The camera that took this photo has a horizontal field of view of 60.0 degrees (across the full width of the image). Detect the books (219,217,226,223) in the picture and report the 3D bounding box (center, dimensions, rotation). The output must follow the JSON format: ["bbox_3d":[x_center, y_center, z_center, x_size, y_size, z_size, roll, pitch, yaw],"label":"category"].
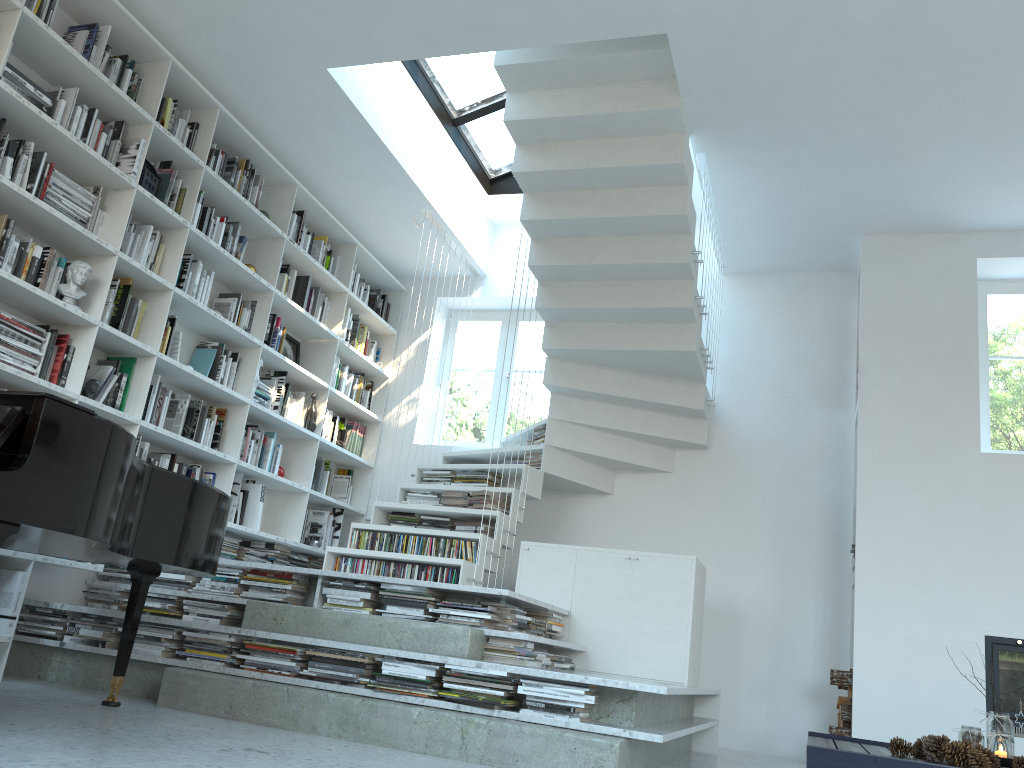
[{"bbox_3d":[-1.792,-0.869,5.261,0.156,0.264,0.012,2,-17,19],"label":"books"}]

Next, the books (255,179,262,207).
[{"bbox_3d":[-1.671,-1.157,5.551,0.180,0.277,0.008,2,-17,19],"label":"books"}]

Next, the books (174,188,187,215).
[{"bbox_3d":[-1.904,-0.976,4.875,0.223,0.213,0.008,2,-17,19],"label":"books"}]

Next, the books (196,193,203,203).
[{"bbox_3d":[-1.867,-0.953,5.049,0.173,0.282,0.011,2,-17,19],"label":"books"}]

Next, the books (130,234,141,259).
[{"bbox_3d":[-2.032,-0.683,4.612,0.171,0.206,0.023,2,-17,19],"label":"books"}]

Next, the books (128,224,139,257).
[{"bbox_3d":[-2.037,-0.711,4.595,0.164,0.249,0.028,2,-17,19],"label":"books"}]

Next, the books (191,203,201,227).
[{"bbox_3d":[-1.862,-0.923,5.016,0.181,0.207,0.026,2,-17,19],"label":"books"}]

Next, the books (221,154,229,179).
[{"bbox_3d":[-1.785,-1.247,5.269,0.169,0.255,0.021,2,-17,19],"label":"books"}]

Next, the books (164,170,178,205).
[{"bbox_3d":[-1.926,-1.035,4.818,0.179,0.287,0.021,2,-17,19],"label":"books"}]

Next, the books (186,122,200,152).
[{"bbox_3d":[-1.863,-1.346,4.972,0.186,0.252,0.029,2,-17,19],"label":"books"}]

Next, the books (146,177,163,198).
[{"bbox_3d":[-1.970,-1.016,4.774,0.156,0.213,0.019,2,-17,19],"label":"books"}]

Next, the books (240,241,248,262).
[{"bbox_3d":[-1.731,-0.782,5.438,0.182,0.216,0.048,2,-17,19],"label":"books"}]

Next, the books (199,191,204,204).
[{"bbox_3d":[-1.856,-0.960,5.061,0.152,0.306,0.014,2,-17,19],"label":"books"}]

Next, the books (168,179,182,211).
[{"bbox_3d":[-1.911,-1.002,4.851,0.186,0.247,0.013,2,-17,19],"label":"books"}]

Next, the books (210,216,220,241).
[{"bbox_3d":[-1.809,-0.871,5.213,0.149,0.236,0.023,2,-17,19],"label":"books"}]

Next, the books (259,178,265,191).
[{"bbox_3d":[-1.663,-1.158,5.592,0.163,0.305,0.006,2,-17,19],"label":"books"}]

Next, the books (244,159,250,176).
[{"bbox_3d":[-1.718,-1.226,5.435,0.183,0.328,0.007,2,-17,19],"label":"books"}]

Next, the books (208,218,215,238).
[{"bbox_3d":[-1.828,-0.869,5.192,0.144,0.215,0.025,2,-17,19],"label":"books"}]

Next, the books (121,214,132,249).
[{"bbox_3d":[-2.056,-0.744,4.557,0.159,0.284,0.019,2,-17,19],"label":"books"}]

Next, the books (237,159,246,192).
[{"bbox_3d":[-1.731,-1.228,5.404,0.179,0.311,0.006,2,-17,19],"label":"books"}]

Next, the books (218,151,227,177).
[{"bbox_3d":[-1.791,-1.255,5.244,0.161,0.254,0.030,2,-17,19],"label":"books"}]

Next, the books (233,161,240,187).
[{"bbox_3d":[-1.753,-1.223,5.383,0.159,0.284,0.007,2,-17,19],"label":"books"}]

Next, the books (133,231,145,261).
[{"bbox_3d":[-2.021,-0.691,4.628,0.178,0.235,0.023,2,-17,19],"label":"books"}]

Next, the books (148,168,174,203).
[{"bbox_3d":[-1.933,-1.040,4.778,0.190,0.271,0.021,2,-17,19],"label":"books"}]

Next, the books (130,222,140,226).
[{"bbox_3d":[-2.032,-0.719,4.612,0.146,0.274,0.019,2,-17,19],"label":"books"}]

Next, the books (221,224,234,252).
[{"bbox_3d":[-1.773,-0.839,5.303,0.185,0.237,0.031,2,-17,19],"label":"books"}]

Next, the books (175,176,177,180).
[{"bbox_3d":[-1.933,-1.016,4.891,0.130,0.291,0.005,2,-17,19],"label":"books"}]

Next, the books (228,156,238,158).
[{"bbox_3d":[-1.757,-1.238,5.347,0.167,0.291,0.024,2,-17,19],"label":"books"}]

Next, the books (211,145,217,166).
[{"bbox_3d":[-1.820,-1.278,5.160,0.172,0.243,0.011,2,-17,19],"label":"books"}]

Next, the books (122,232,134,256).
[{"bbox_3d":[-2.038,-0.691,4.548,0.181,0.185,0.028,2,-17,19],"label":"books"}]

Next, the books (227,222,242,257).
[{"bbox_3d":[-1.745,-0.844,5.358,0.183,0.284,0.029,2,-17,19],"label":"books"}]

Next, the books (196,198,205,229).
[{"bbox_3d":[-1.854,-0.938,5.067,0.166,0.268,0.010,2,-17,19],"label":"books"}]

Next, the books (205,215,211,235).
[{"bbox_3d":[-1.845,-0.885,5.160,0.142,0.223,0.028,2,-17,19],"label":"books"}]

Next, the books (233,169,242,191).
[{"bbox_3d":[-1.734,-1.193,5.380,0.160,0.230,0.018,2,-17,19],"label":"books"}]

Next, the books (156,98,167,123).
[{"bbox_3d":[-1.945,-1.419,4.736,0.171,0.233,0.015,2,-17,19],"label":"books"}]

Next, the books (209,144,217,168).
[{"bbox_3d":[-1.815,-1.281,5.148,0.173,0.243,0.009,2,-17,19],"label":"books"}]

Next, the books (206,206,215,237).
[{"bbox_3d":[-1.831,-0.907,5.185,0.154,0.283,0.013,2,-17,19],"label":"books"}]

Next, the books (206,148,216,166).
[{"bbox_3d":[-1.819,-1.271,5.115,0.183,0.206,0.046,2,-17,19],"label":"books"}]

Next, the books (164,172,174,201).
[{"bbox_3d":[-1.941,-1.035,4.797,0.181,0.271,0.022,2,-17,19],"label":"books"}]

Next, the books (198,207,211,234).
[{"bbox_3d":[-1.835,-0.906,5.118,0.160,0.240,0.027,2,-17,19],"label":"books"}]

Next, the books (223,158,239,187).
[{"bbox_3d":[-1.746,-1.230,5.311,0.184,0.257,0.028,2,-17,19],"label":"books"}]

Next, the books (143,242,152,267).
[{"bbox_3d":[-2.000,-0.656,4.667,0.185,0.196,0.027,2,-17,19],"label":"books"}]

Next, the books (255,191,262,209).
[{"bbox_3d":[-1.671,-1.115,5.569,0.188,0.208,0.014,2,-17,19],"label":"books"}]

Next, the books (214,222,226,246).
[{"bbox_3d":[-1.790,-0.851,5.224,0.181,0.208,0.021,2,-17,19],"label":"books"}]

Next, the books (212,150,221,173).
[{"bbox_3d":[-1.798,-1.261,5.183,0.174,0.229,0.013,2,-17,19],"label":"books"}]

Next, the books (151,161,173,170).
[{"bbox_3d":[-1.948,-1.065,4.818,0.143,0.338,0.025,2,-17,19],"label":"books"}]

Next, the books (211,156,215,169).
[{"bbox_3d":[-1.816,-1.243,5.171,0.160,0.183,0.009,2,-17,19],"label":"books"}]

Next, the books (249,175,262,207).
[{"bbox_3d":[-1.679,-1.169,5.546,0.188,0.296,0.013,2,-17,19],"label":"books"}]

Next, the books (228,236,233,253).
[{"bbox_3d":[-1.772,-0.804,5.323,0.176,0.181,0.027,2,-17,19],"label":"books"}]

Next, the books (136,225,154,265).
[{"bbox_3d":[-1.993,-0.704,4.642,0.186,0.274,0.028,2,-17,19],"label":"books"}]

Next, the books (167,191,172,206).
[{"bbox_3d":[-1.930,-1.013,4.837,0.158,0.254,0.005,2,-17,19],"label":"books"}]

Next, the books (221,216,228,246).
[{"bbox_3d":[-1.794,-0.869,5.296,0.159,0.284,0.012,2,-17,19],"label":"books"}]

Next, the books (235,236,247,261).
[{"bbox_3d":[-1.729,-0.798,5.417,0.171,0.234,0.054,2,-17,19],"label":"books"}]

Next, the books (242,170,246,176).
[{"bbox_3d":[-1.726,-1.191,5.418,0.170,0.250,0.008,2,-17,19],"label":"books"}]

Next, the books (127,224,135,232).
[{"bbox_3d":[-2.048,-0.713,4.580,0.159,0.242,0.024,2,-17,19],"label":"books"}]

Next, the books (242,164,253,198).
[{"bbox_3d":[-1.701,-1.207,5.436,0.183,0.298,0.015,2,-17,19],"label":"books"}]

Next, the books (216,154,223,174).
[{"bbox_3d":[-1.802,-1.250,5.214,0.163,0.225,0.028,2,-17,19],"label":"books"}]

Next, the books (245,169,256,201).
[{"bbox_3d":[-1.695,-1.192,5.497,0.182,0.306,0.008,2,-17,19],"label":"books"}]

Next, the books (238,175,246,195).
[{"bbox_3d":[-1.719,-1.171,5.394,0.188,0.200,0.018,2,-17,19],"label":"books"}]
